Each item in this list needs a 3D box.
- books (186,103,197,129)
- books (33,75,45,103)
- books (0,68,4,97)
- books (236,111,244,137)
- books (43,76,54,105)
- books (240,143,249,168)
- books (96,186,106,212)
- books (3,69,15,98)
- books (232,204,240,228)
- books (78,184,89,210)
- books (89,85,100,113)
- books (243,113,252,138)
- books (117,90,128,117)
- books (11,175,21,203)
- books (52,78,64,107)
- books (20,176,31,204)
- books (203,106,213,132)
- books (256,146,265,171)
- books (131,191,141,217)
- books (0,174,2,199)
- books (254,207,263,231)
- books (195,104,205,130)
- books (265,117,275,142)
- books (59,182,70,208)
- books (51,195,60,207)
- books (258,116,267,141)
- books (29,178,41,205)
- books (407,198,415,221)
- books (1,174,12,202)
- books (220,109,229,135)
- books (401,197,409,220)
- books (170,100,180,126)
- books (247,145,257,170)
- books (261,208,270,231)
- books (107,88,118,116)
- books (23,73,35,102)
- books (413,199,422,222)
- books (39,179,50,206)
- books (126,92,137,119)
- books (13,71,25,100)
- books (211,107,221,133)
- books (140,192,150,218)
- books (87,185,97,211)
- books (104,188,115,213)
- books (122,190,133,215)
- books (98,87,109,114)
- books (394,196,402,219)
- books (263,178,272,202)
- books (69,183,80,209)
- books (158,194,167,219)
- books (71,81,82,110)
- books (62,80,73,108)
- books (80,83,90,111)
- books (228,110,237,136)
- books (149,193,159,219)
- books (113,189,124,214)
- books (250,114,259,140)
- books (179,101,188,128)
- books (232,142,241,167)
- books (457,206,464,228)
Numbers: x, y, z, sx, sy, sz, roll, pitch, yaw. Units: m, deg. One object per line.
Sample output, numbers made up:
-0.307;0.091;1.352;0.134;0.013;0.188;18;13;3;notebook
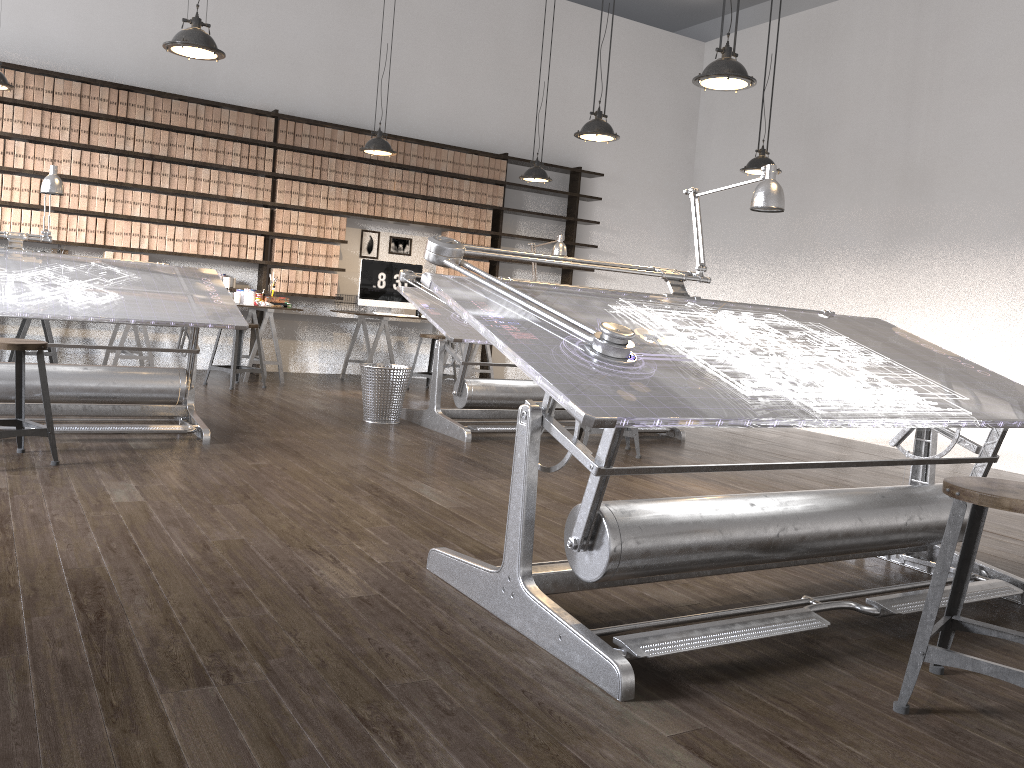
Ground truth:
-2.859;-2.368;7.865;0.066;0.225;0.175;3;3;-31;books
-3.879;-2.400;7.254;0.066;0.225;0.175;3;3;-31;books
-4.119;-2.407;7.102;0.067;0.225;0.175;3;3;-31;books
-2.505;-2.357;8.085;0.066;0.225;0.175;3;3;-31;books
-3.816;-2.398;7.287;0.067;0.225;0.175;3;3;-31;books
-2.476;-2.080;8.128;0.066;0.225;0.175;3;3;-31;books
-3.514;-1.562;7.543;0.066;0.225;0.175;3;3;-31;books
-4.057;-2.405;7.140;0.066;0.225;0.175;3;3;-31;books
-2.553;-1.532;8.125;0.066;0.225;0.175;3;3;-31;books
-3.623;-1.565;7.473;0.067;0.225;0.175;3;3;-31;books
-3.528;-2.389;7.467;0.066;0.225;0.175;3;3;-31;books
-2.446;-2.355;8.115;0.067;0.225;0.175;3;3;-31;books
-3.340;-2.383;7.575;0.067;0.225;0.175;3;3;-31;books
-4.048;-1.578;7.221;0.066;0.225;0.175;3;3;-31;books
-3.756;-2.396;7.326;0.066;0.225;0.175;3;3;-31;books
-3.993;-1.577;7.257;0.066;0.225;0.175;3;3;-31;books
-2.742;-2.365;7.944;0.066;0.225;0.175;3;3;-31;books
-2.349;-2.076;8.205;0.066;0.225;0.175;3;3;-31;books
-3.273;-1.554;7.689;0.066;0.225;0.175;3;3;-31;books
-4.162;-1.581;7.147;0.066;0.225;0.175;3;3;-31;books
-2.378;-1.527;8.235;0.066;0.225;0.175;3;3;-31;books
-2.799;-2.366;7.905;0.066;0.225;0.175;3;3;-31;books
-2.268;-2.350;8.225;0.066;0.225;0.175;3;3;-31;books
-3.744;-1.569;7.407;0.066;0.225;0.175;3;3;-31;books
-3.803;-1.570;7.366;0.066;0.225;0.175;3;3;-31;books
-2.331;-2.352;8.192;0.066;0.225;0.175;3;3;-31;books
-3.927;-1.574;7.290;0.067;0.225;0.175;3;3;-31;books
-1.061;-1.768;9.006;0.066;0.225;0.175;3;3;-31;books
-4.100;-1.579;7.184;0.067;0.225;0.175;3;3;-31;books
-2.619;-2.360;8.012;0.067;0.225;0.175;3;3;-31;books
-1.122;-1.770;8.971;0.066;0.225;0.175;3;3;-31;books
-2.977;-2.372;7.798;0.066;0.225;0.175;3;3;-31;books
-2.409;-2.078;8.162;0.067;0.225;0.175;3;3;-31;books
-2.319;-1.524;8.262;0.067;0.225;0.175;3;3;-31;books
-3.407;-2.385;7.541;0.066;0.225;0.175;3;3;-31;books
-3.939;-2.402;7.220;0.066;0.225;0.175;3;3;-31;books
-0.997;-1.766;9.044;0.066;0.225;0.175;3;3;-31;books
-3.866;-1.573;7.334;0.066;0.225;0.175;3;3;-31;books
-3.280;-2.381;7.618;0.066;0.225;0.175;3;3;-31;books
-3.997;-2.403;7.180;0.066;0.225;0.175;3;3;-31;books
-2.681;-2.363;7.979;0.066;0.225;0.175;3;3;-31;books
-3.209;-1.552;7.723;0.066;0.225;0.175;3;3;-31;books
-3.568;-1.564;7.512;0.066;0.225;0.175;3;3;-31;books
-3.451;-1.560;7.579;0.067;0.225;0.175;3;3;-31;books
-3.334;-1.557;7.656;0.066;0.225;0.175;3;3;-31;books
-3.465;-2.387;7.500;0.066;0.225;0.175;3;3;-31;books
-1.179;-1.772;8.932;0.066;0.225;0.175;3;3;-31;books
-2.301;-1.801;8.256;0.066;0.225;0.175;3;3;-31;books
-3.684;-1.567;7.443;0.066;0.225;0.175;3;3;-31;books
-3.096;-1.549;7.797;0.066;0.225;0.175;3;3;-31;books
-3.643;-2.392;7.391;0.067;0.225;0.175;3;3;-31;books
-3.703;-2.394;7.360;0.066;0.225;0.175;3;3;-31;books
-3.589;-2.391;7.430;0.066;0.225;0.175;3;3;-31;books
-2.558;-2.359;8.051;0.066;0.225;0.175;3;3;-31;books
-3.147;-1.550;7.761;0.067;0.225;0.175;3;3;-31;books
-3.393;-1.558;7.618;0.066;0.225;0.175;3;3;-31;books
-2.391;-2.354;8.155;0.066;0.225;0.175;3;3;-31;books
-2.921;-2.370;7.827;0.067;0.225;0.175;3;3;-31;books
-2.535;-2.082;8.087;0.066;0.225;0.175;3;3;-31;books
-0.577;-1.753;9.296;0.066;0.225;0.175;3;3;-31;books
